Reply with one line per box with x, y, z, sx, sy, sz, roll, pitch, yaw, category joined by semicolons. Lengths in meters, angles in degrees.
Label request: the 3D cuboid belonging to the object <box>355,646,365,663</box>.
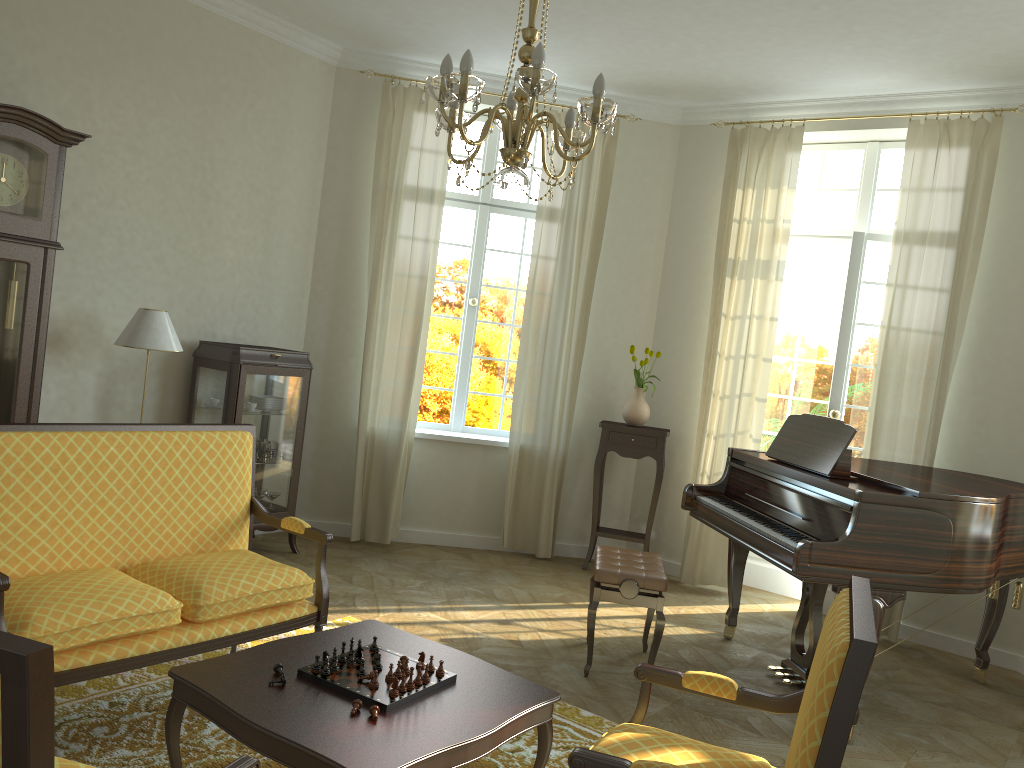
-0.495;0.881;2.898;0.030;0.052;0.030;5;3;-37;object

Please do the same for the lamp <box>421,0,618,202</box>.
0.088;-1.398;3.034;0.661;1.466;0.662;7;2;6;lamp

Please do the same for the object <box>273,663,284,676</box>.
-0.719;0.890;2.760;0.030;0.030;0.052;5;3;-43;object

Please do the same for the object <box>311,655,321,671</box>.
-0.612;0.876;2.783;0.030;0.044;0.030;7;2;-7;object

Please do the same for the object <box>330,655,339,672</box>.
-0.558;0.879;2.796;0.030;0.050;0.030;7;2;-7;object

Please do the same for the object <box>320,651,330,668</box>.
-0.591;0.873;2.817;0.030;0.052;0.030;7;2;-7;object

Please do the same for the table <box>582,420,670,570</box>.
0.868;0.872;6.766;0.522;1.114;0.344;8;2;11;table

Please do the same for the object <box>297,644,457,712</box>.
-0.426;0.929;2.832;0.360;0.021;0.360;9;3;31;object

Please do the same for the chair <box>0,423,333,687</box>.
-1.406;0.738;3.427;0.680;1.083;1.389;9;3;35;chair

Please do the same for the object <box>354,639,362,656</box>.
-0.509;0.876;2.954;0.030;0.055;0.030;7;2;-7;object

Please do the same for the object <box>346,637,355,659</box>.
-0.528;0.868;2.919;0.030;0.069;0.030;7;2;-7;object

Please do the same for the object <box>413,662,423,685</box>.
-0.291;0.904;2.775;0.030;0.069;0.030;7;2;-7;object

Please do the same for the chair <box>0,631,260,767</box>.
-0.952;0.868;1.675;0.730;1.083;0.671;8;2;18;chair

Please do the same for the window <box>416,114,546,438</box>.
-0.290;-0.866;7.101;1.400;2.550;0.181;7;2;-9;window

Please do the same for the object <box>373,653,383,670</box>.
-0.429;0.893;2.857;0.030;0.050;0.030;7;2;-7;object

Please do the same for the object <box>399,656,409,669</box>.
-0.355;0.910;2.901;0.030;0.030;0.052;7;2;-2;object

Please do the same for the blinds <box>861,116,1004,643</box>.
2.608;-0.027;5.715;0.554;3.386;0.162;9;3;31;blinds

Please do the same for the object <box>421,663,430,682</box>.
-0.271;0.912;2.810;0.030;0.055;0.030;7;2;-7;object

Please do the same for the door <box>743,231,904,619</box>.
2.260;0.274;6.355;1.385;2.690;0.425;9;3;36;door

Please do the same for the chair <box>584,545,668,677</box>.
0.592;1.205;4.694;0.385;0.563;0.638;7;2;6;chair

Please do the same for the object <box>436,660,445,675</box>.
-0.231;0.920;2.879;0.030;0.044;0.030;7;2;-7;object

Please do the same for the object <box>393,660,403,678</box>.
-0.360;0.903;2.817;0.030;0.050;0.030;7;2;-7;object

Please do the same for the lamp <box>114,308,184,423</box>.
-2.181;0.335;5.185;0.381;1.552;0.380;9;3;41;lamp

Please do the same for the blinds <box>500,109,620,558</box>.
0.335;-0.357;6.784;0.552;3.381;0.159;7;2;-6;blinds

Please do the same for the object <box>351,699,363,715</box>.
-0.450;0.932;2.561;0.030;0.030;0.052;7;2;3;object

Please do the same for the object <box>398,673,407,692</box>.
-0.333;0.909;2.707;0.030;0.055;0.030;7;2;-7;object

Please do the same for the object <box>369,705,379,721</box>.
-0.392;0.941;2.538;0.030;0.030;0.047;6;2;-17;object

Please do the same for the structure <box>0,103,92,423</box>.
-2.741;-0.165;4.521;0.521;2.458;0.715;9;3;36;structure

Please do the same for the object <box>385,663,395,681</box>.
-0.380;0.902;2.785;0.030;0.050;0.030;7;2;-7;object

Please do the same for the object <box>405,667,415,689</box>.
-0.312;0.905;2.741;0.030;0.064;0.030;7;2;-7;object

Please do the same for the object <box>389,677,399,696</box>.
-0.354;0.909;2.673;0.030;0.052;0.030;7;2;-7;object

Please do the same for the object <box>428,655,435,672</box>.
-0.264;0.912;2.899;0.030;0.050;0.030;7;2;-7;object

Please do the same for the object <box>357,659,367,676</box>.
-0.470;0.890;2.790;0.030;0.050;0.030;7;2;-7;object

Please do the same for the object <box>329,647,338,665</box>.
-0.571;0.873;2.851;0.030;0.055;0.030;7;2;-7;object

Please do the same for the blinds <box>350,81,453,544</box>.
-0.877;-0.501;6.539;0.554;3.385;0.162;7;2;-4;blinds

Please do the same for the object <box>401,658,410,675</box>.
-0.339;0.905;2.849;0.030;0.050;0.030;7;2;-7;object

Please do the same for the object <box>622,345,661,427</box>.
0.973;0.018;6.729;0.264;0.609;0.242;6;3;-30;object

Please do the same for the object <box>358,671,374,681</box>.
-0.451;0.904;2.747;0.052;0.030;0.030;7;2;-8;object

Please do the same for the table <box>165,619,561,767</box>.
-0.474;1.184;2.806;0.922;0.494;0.932;9;3;37;table

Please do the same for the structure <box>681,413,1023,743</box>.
2.041;0.942;4.790;1.856;1.439;1.514;7;2;-9;structure

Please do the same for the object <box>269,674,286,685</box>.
-0.709;0.895;2.683;0.052;0.030;0.030;6;3;-26;object

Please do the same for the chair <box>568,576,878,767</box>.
0.488;1.026;2.265;0.671;1.083;0.730;8;3;21;chair

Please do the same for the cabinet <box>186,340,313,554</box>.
-1.793;0.440;5.947;0.542;1.386;0.733;9;3;36;cabinet

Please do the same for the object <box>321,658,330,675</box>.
-0.578;0.878;2.762;0.030;0.050;0.030;7;2;-7;object

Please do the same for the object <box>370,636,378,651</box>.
-0.468;0.884;3.022;0.030;0.044;0.030;7;2;-7;object

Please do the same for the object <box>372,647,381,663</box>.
-0.443;0.889;2.912;0.030;0.050;0.030;7;2;-7;object

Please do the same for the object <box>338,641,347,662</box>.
-0.549;0.869;2.885;0.030;0.064;0.030;7;2;-7;object

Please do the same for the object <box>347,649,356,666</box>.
-0.516;0.881;2.865;0.030;0.050;0.030;7;2;-7;object

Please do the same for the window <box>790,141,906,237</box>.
2.581;-1.409;6.435;1.380;0.680;0.055;9;3;36;window

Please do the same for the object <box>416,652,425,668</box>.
-0.299;0.905;2.919;0.030;0.052;0.030;7;2;-7;object

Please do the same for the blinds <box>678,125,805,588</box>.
1.641;-0.177;6.485;0.552;3.386;0.159;9;3;33;blinds

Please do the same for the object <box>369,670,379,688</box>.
-0.419;0.900;2.712;0.030;0.050;0.030;7;2;-7;object
